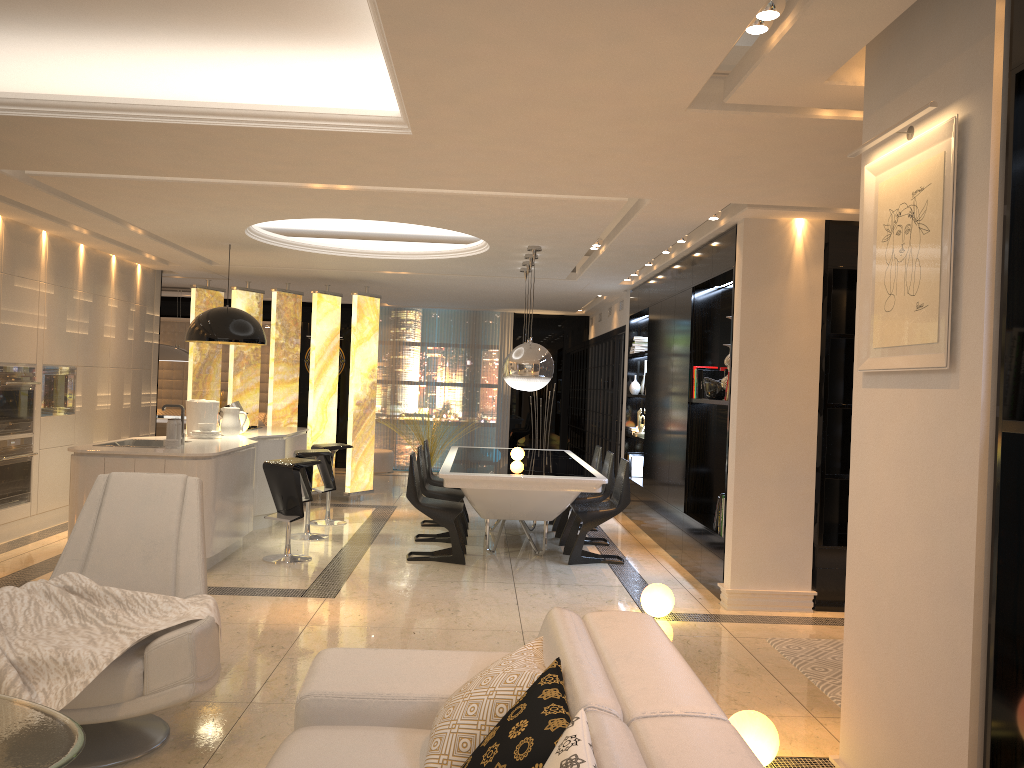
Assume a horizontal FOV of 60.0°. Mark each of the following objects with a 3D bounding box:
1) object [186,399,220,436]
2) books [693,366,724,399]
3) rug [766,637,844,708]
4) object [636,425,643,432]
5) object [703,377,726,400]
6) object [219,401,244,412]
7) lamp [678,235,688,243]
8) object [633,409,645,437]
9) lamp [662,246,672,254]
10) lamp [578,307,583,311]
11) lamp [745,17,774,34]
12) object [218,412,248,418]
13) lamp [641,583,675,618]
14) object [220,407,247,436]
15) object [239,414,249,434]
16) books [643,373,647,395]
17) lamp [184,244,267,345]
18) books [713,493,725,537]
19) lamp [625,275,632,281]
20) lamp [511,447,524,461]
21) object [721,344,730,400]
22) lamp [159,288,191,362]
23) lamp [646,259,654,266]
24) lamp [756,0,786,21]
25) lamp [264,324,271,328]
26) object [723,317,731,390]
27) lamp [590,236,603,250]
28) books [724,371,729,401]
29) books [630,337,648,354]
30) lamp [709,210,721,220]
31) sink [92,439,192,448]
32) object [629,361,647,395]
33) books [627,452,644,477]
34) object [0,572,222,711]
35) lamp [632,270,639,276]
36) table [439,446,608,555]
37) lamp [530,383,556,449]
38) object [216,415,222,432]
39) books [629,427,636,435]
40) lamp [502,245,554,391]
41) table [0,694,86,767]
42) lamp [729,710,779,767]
[{"bbox_3d":[-2.786,0.301,7.973,0.288,0.330,0.288,2,0,15],"label":"object"},{"bbox_3d":[1.599,-0.009,7.227,0.210,0.270,0.236,2,0,-2],"label":"books"},{"bbox_3d":[4.026,1.600,4.595,5.025,0.015,1.526,2,0,-2],"label":"rug"},{"bbox_3d":[1.466,0.520,10.052,0.125,0.125,0.125,2,0,37],"label":"object"},{"bbox_3d":[1.592,0.039,6.916,0.193,0.177,0.375,2,0,-1],"label":"object"},{"bbox_3d":[-2.898,0.278,9.157,0.249,0.212,0.256,2,0,33],"label":"object"},{"bbox_3d":[1.382,-1.217,7.235,0.107,0.127,0.107,2,0,-21],"label":"lamp"},{"bbox_3d":[1.455,0.430,9.885,0.177,0.311,0.177,2,0,-2],"label":"object"},{"bbox_3d":[1.361,-1.217,7.832,0.107,0.127,0.107,2,0,-21],"label":"lamp"},{"bbox_3d":[1.072,-1.218,14.027,0.107,0.127,0.107,2,0,-21],"label":"lamp"},{"bbox_3d":[0.825,-1.244,2.979,0.107,0.127,0.107,2,0,9],"label":"lamp"},{"bbox_3d":[-2.893,0.365,9.160,0.266,0.147,0.253,2,0,41],"label":"object"},{"bbox_3d":[0.931,1.383,5.672,0.212,0.214,0.213,2,0,37],"label":"lamp"},{"bbox_3d":[-2.567,0.346,8.147,0.211,0.254,0.183,2,0,-40],"label":"object"},{"bbox_3d":[-2.592,0.366,8.373,0.212,0.214,0.213,2,0,-41],"label":"object"},{"bbox_3d":[1.530,-0.004,9.605,0.207,0.256,0.245,2,0,-3],"label":"books"},{"bbox_3d":[-2.578,-0.819,8.050,0.710,0.898,0.710,2,0,8],"label":"lamp"},{"bbox_3d":[1.582,0.926,6.335,0.222,0.296,0.345,2,0,-2],"label":"books"},{"bbox_3d":[1.288,-1.216,9.906,0.107,0.127,0.107,2,0,-21],"label":"lamp"},{"bbox_3d":[0.051,0.638,8.092,0.125,0.125,0.125,2,0,-41],"label":"lamp"},{"bbox_3d":[1.631,-0.086,6.651,0.121,0.416,0.121,2,0,-7],"label":"object"},{"bbox_3d":[-5.041,-0.831,12.372,1.578,0.995,0.939,2,0,-2],"label":"lamp"},{"bbox_3d":[1.332,-1.216,8.645,0.107,0.127,0.107,2,0,-21],"label":"lamp"},{"bbox_3d":[0.829,-1.244,2.864,0.107,0.127,0.107,2,0,9],"label":"lamp"},{"bbox_3d":[-4.164,-1.021,15.113,0.107,0.127,0.107,2,0,-21],"label":"lamp"},{"bbox_3d":[1.614,-0.184,6.499,0.121,0.612,0.121,2,0,-7],"label":"object"},{"bbox_3d":[0.723,-1.241,7.684,0.107,0.127,0.271,2,0,-2],"label":"lamp"},{"bbox_3d":[1.631,0.006,6.307,0.189,0.238,0.290,2,0,-3],"label":"books"},{"bbox_3d":[1.505,-0.444,10.275,0.259,0.188,0.302,2,0,5],"label":"books"},{"bbox_3d":[1.417,-1.217,6.232,0.107,0.127,0.107,2,0,-21],"label":"lamp"},{"bbox_3d":[-2.844,0.533,6.864,0.485,0.152,0.738,2,0,-2],"label":"sink"},{"bbox_3d":[1.470,-0.074,10.262,0.210,0.395,0.180,2,0,1],"label":"object"},{"bbox_3d":[1.455,0.940,10.332,0.210,0.270,0.236,2,0,-2],"label":"books"},{"bbox_3d":[-1.843,1.083,3.520,1.347,0.580,0.972,2,0,35],"label":"object"},{"bbox_3d":[1.304,-1.216,9.457,0.107,0.127,0.107,2,0,-21],"label":"lamp"},{"bbox_3d":[0.024,1.079,8.185,1.293,0.759,3.031,2,0,-2],"label":"table"},{"bbox_3d":[0.470,0.584,14.240,0.418,1.801,0.200,2,0,-2],"label":"lamp"},{"bbox_3d":[-2.803,0.378,8.295,0.211,0.174,0.211,2,0,-45],"label":"object"},{"bbox_3d":[1.475,0.547,10.265,0.209,0.073,0.266,2,0,1],"label":"books"},{"bbox_3d":[0.143,-0.551,8.214,0.408,1.226,1.827,2,0,-2],"label":"lamp"},{"bbox_3d":[-2.051,1.071,1.939,2.140,0.565,0.999,2,0,-3],"label":"table"},{"bbox_3d":[0.927,1.380,3.444,0.212,0.214,0.213,2,0,37],"label":"lamp"}]
